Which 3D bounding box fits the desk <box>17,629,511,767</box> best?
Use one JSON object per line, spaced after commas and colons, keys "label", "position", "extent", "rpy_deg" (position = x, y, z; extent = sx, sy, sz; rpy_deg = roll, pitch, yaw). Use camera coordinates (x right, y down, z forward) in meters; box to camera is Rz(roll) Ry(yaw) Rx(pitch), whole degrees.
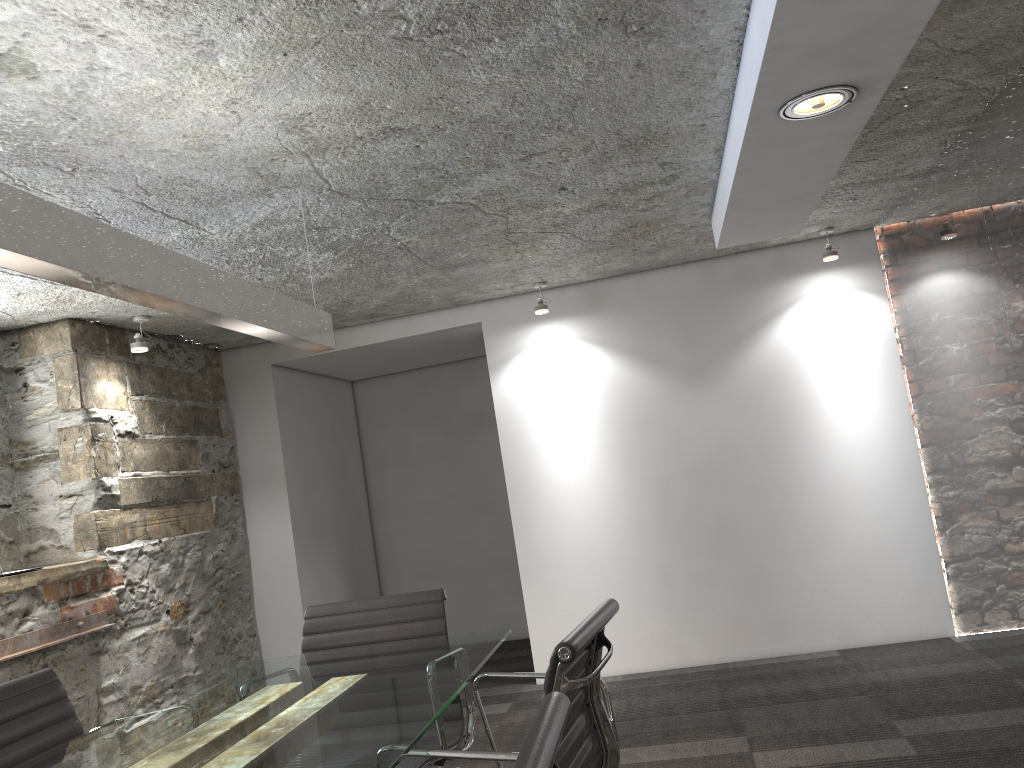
{"label": "desk", "position": [-0.661, 1.034, 1.112], "extent": [0.909, 0.711, 3.154], "rpy_deg": [-10, -6, 9]}

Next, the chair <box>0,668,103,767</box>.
{"label": "chair", "position": [-0.961, 1.112, 2.068], "extent": [0.667, 0.837, 0.693], "rpy_deg": [-9, -6, 1]}

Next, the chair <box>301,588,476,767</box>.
{"label": "chair", "position": [-0.430, 1.076, 2.532], "extent": [0.693, 0.837, 0.667], "rpy_deg": [-9, -6, 2]}

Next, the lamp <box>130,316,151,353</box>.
{"label": "lamp", "position": [-1.742, -0.233, 4.154], "extent": [0.077, 0.165, 0.098], "rpy_deg": [-14, -8, 42]}

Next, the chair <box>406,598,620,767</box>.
{"label": "chair", "position": [-0.032, 0.950, 1.898], "extent": [0.667, 0.837, 0.693], "rpy_deg": [-10, -6, 7]}

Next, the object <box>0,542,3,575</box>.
{"label": "object", "position": [-1.984, 0.582, 3.363], "extent": [0.073, 0.300, 0.073], "rpy_deg": [-7, -6, -22]}

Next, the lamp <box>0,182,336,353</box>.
{"label": "lamp", "position": [-0.900, -0.476, 1.264], "extent": [0.073, 0.524, 3.159], "rpy_deg": [-10, -6, 9]}

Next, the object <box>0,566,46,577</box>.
{"label": "object", "position": [-2.033, 0.733, 3.308], "extent": [0.310, 0.007, 0.457], "rpy_deg": [-10, -6, 9]}

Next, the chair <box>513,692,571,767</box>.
{"label": "chair", "position": [-0.176, 0.888, 1.066], "extent": [0.667, 0.837, 0.693], "rpy_deg": [-9, -6, -1]}
